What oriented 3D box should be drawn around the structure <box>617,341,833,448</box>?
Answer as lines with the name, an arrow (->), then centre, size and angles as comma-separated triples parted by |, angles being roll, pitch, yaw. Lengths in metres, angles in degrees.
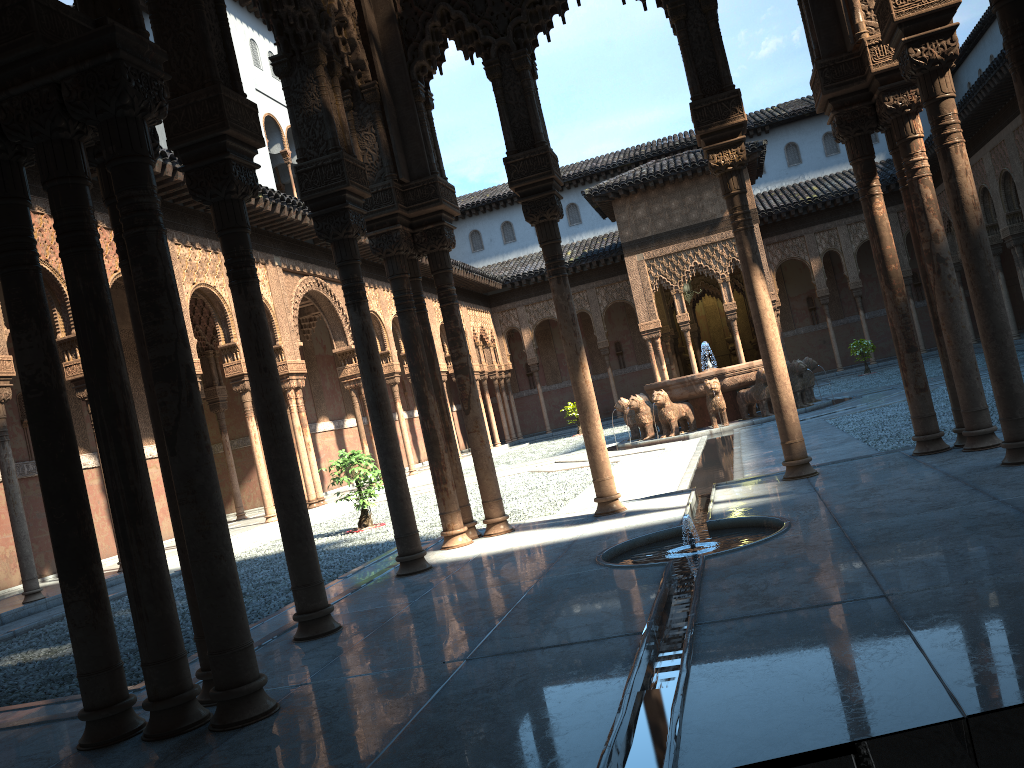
structure -> 4.385, 0.047, 19.277 | 4.508, 1.991, 4.508 | -13, -2, 14
